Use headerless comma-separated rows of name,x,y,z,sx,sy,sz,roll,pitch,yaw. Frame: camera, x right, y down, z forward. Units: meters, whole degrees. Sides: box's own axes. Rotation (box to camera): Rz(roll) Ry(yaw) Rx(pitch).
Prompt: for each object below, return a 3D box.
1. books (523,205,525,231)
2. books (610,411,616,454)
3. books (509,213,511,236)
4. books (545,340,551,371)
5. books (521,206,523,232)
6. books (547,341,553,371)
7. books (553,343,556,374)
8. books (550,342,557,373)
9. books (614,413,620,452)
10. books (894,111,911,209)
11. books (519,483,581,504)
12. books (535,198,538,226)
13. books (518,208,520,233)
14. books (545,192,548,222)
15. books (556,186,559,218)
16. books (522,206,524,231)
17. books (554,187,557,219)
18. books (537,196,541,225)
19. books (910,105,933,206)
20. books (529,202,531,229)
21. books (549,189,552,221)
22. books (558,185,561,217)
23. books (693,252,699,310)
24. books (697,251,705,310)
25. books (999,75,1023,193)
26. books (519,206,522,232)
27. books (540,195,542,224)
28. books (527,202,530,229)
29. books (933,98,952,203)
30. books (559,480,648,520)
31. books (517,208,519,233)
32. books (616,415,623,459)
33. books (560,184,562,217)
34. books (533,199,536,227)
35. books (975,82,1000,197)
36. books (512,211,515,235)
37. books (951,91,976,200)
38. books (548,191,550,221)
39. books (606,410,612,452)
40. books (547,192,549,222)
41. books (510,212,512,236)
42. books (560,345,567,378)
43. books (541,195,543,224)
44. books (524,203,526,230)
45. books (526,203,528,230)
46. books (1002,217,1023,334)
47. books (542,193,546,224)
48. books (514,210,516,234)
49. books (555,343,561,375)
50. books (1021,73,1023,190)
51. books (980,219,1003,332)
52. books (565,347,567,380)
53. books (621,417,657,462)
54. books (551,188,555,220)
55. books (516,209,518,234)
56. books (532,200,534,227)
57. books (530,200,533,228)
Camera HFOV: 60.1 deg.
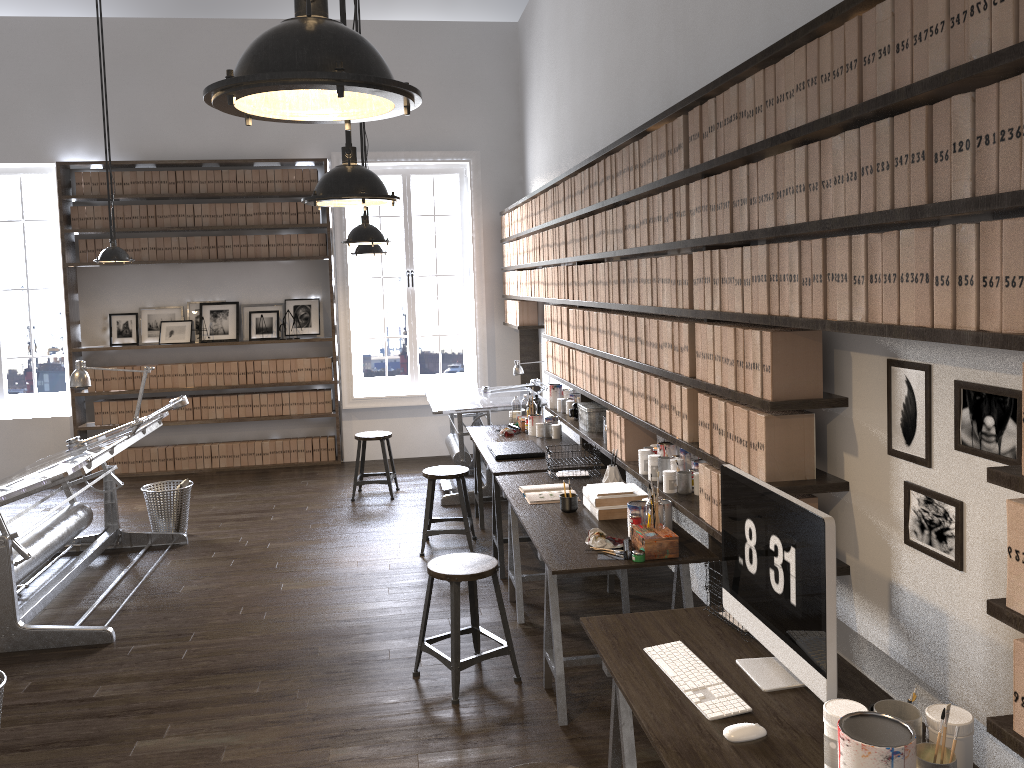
books,0.189,-1.396,7.440,0.174,0.225,0.067,-3,4,-8
books,0.633,0.262,4.844,0.174,0.225,0.067,-3,4,-8
books,0.070,-1.489,8.271,0.174,0.225,0.067,-3,4,-8
books,0.344,-0.217,6.681,0.174,0.225,0.067,-3,4,-8
books,0.170,-1.412,7.578,0.174,0.225,0.067,-3,4,-8
books,0.359,-0.210,6.616,0.174,0.225,0.067,-3,4,-8
books,0.389,-0.188,6.413,0.174,0.225,0.067,-3,4,-8
books,0.375,-0.195,6.481,0.174,0.225,0.067,-3,4,-8
books,0.643,0.269,4.774,0.174,0.225,0.067,-3,4,-8
books,0.995,-0.521,2.079,0.174,0.225,0.067,-3,4,-8
books,0.186,0.549,4.512,0.256,0.029,0.356,-3,7,-8
books,0.274,-1.334,6.883,0.174,0.225,0.067,-3,4,-8
books,0.148,-1.427,7.718,0.174,0.225,0.067,-3,4,-8
books,0.333,-1.289,6.477,0.174,0.225,0.067,-3,4,-8
books,0.394,-1.243,6.060,0.174,0.225,0.067,-3,4,-8
books,0.183,-1.404,7.509,0.174,0.225,0.067,-3,4,-8
books,0.383,-1.251,6.133,0.174,0.225,0.067,-3,4,-8
books,0.288,-1.319,6.745,0.174,0.225,0.067,-3,4,-8
books,1.000,-0.513,2.005,0.174,0.225,0.067,-3,4,-8
books,0.232,-1.366,7.170,0.174,0.225,0.067,-3,4,-8
books,0.359,-1.265,6.267,0.174,0.225,0.067,-3,4,-8
books,0.407,-1.235,5.991,0.174,0.225,0.067,-3,4,-8
books,0.801,-0.405,3.455,0.174,0.225,0.067,-3,4,-8
books,0.806,-0.398,3.392,0.174,0.225,0.067,-3,4,-8
books,1.047,-0.481,1.721,0.174,0.225,0.067,-3,4,-8
books,0.156,-1.419,7.647,0.174,0.225,0.067,-3,4,-8
books,0.303,-1.312,6.680,0.174,0.225,0.067,-3,4,-8
books,0.220,-1.374,7.234,0.174,0.225,0.067,-3,4,-8
books,1.017,-0.505,1.931,0.174,0.225,0.067,-3,4,-8
books,0.418,0.529,4.142,0.385,0.147,0.296,-3,6,-8
books,0.140,-1.435,7.781,0.174,0.225,0.067,-3,4,-8
books,0.649,0.277,4.704,0.174,0.225,0.067,-3,4,-8
books,0.413,-1.227,5.922,0.174,0.225,0.067,-3,4,-8
books,0.260,-1.342,6.952,0.174,0.225,0.067,-3,4,-8
books,1.037,-0.489,1.791,0.174,0.225,0.067,-3,4,-8
books,0.097,-1.465,8.053,0.174,0.225,0.067,-3,4,-8
books,1.023,-0.497,1.860,0.174,0.225,0.067,-3,4,-8
books,0.351,-1.274,6.339,0.174,0.225,0.067,-3,4,-8
books,0.617,0.254,4.910,0.174,0.225,0.067,-3,4,-8
books,0.345,-1.282,6.408,0.174,0.225,0.067,-3,4,-8
books,0.075,-1.481,8.197,0.174,0.225,0.067,-3,4,-8
books,0.425,-0.156,6.131,0.174,0.225,0.067,-3,4,-8
books,0.310,-1.305,6.617,0.174,0.225,0.067,-3,4,-8
books,0.196,-1.388,7.368,0.174,0.225,0.067,-3,4,-8
books,0.207,-1.380,7.296,0.174,0.225,0.067,-3,4,-8
books,1.057,-0.213,1.727,0.174,0.225,0.067,-3,4,-8
books,0.319,-1.297,6.546,0.174,0.225,0.067,-3,4,-8
books,0.111,-1.457,7.984,0.174,0.225,0.067,-3,4,-8
books,0.401,-0.180,6.344,0.174,0.225,0.067,-3,4,-8
books,1.051,-0.474,1.654,0.174,0.225,0.067,-3,4,-8
books,1.049,-0.221,1.796,0.174,0.225,0.067,-3,4,-8
books,0.450,-0.142,6.005,0.174,0.225,0.067,-3,4,-8
books,0.664,0.285,4.634,0.174,0.225,0.067,-3,4,-8
books,0.369,-1.257,6.195,0.174,0.225,0.067,-3,4,-8
books,0.126,-1.442,7.846,0.174,0.225,0.067,-3,4,-8
books,0.254,-1.350,7.023,0.174,0.225,0.067,-3,4,-8
books,0.237,-1.358,7.096,0.174,0.225,0.067,-3,4,-8
